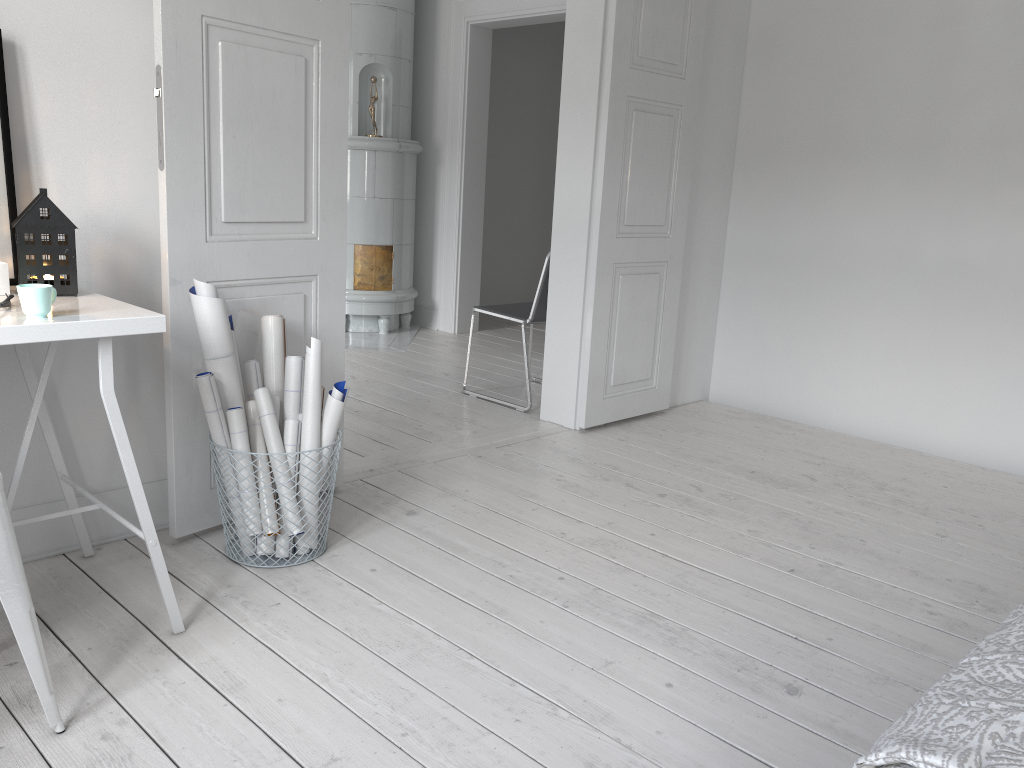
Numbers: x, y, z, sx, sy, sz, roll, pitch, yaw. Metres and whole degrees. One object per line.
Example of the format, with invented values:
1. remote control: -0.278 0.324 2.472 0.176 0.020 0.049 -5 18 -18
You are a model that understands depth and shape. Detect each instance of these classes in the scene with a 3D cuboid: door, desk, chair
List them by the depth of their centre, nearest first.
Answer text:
1. chair: -1.146 0.412 1.654 0.409 0.527 0.407 13 16 38
2. desk: -1.376 0.232 1.839 0.641 0.776 1.163 15 17 43
3. door: -0.744 -0.729 2.619 0.034 2.324 0.678 12 15 34
4. door: 0.615 -0.972 4.030 0.034 2.324 0.666 15 17 43
5. chair: 0.122 -0.325 4.626 0.525 0.797 0.562 15 17 43

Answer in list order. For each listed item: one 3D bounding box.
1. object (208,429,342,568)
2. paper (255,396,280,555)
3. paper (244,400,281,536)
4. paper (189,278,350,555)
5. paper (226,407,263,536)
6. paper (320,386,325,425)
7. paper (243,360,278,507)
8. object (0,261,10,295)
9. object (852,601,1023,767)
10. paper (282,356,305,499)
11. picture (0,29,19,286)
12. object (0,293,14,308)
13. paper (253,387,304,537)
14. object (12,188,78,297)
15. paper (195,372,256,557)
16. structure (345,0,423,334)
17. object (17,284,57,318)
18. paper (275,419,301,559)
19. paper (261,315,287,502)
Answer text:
1. object: -0.691 0.316 2.603 0.375 0.350 0.374 -9 17 -43
2. paper: -0.711 0.263 2.582 0.054 0.431 0.253 1 13 -10
3. paper: -0.718 0.240 2.547 0.047 0.358 0.240 -4 15 -31
4. paper: -0.698 0.092 2.576 0.431 0.793 0.181 3 13 -3
5. paper: -0.751 0.246 2.492 0.129 0.360 0.047 11 15 32
6. paper: -0.619 0.234 2.712 0.057 0.464 0.123 7 13 16
7. paper: -0.743 0.204 2.650 0.047 0.541 0.200 -8 17 -41
8. object: -1.222 -0.247 2.066 0.078 0.073 0.065 14 16 39
9. object: 0.987 0.318 1.266 0.405 0.104 1.460 15 17 43
10. paper: -0.663 0.192 2.672 0.060 0.553 0.153 3 13 -1
11. picture: -1.410 -0.524 2.019 0.062 0.614 0.493 15 17 43
12. object: -1.108 -0.183 1.879 0.114 0.047 0.133 11 15 31
13. paper: -0.670 0.223 2.552 0.049 0.403 0.244 -8 17 -42
14. object: -1.105 -0.338 2.100 0.135 0.248 0.135 -4 15 -29
15. paper: -0.797 0.232 2.497 0.166 0.546 0.046 -2 14 -22
16. structure: -1.021 -1.754 6.239 0.788 2.741 0.788 10 14 26
17. object: -0.961 -0.169 1.808 0.064 0.065 0.082 15 17 41
18. paper: -0.658 0.295 2.603 0.078 0.389 0.234 0 13 -15
19. paper: -0.718 0.126 2.704 0.073 0.668 0.181 -2 14 -23
